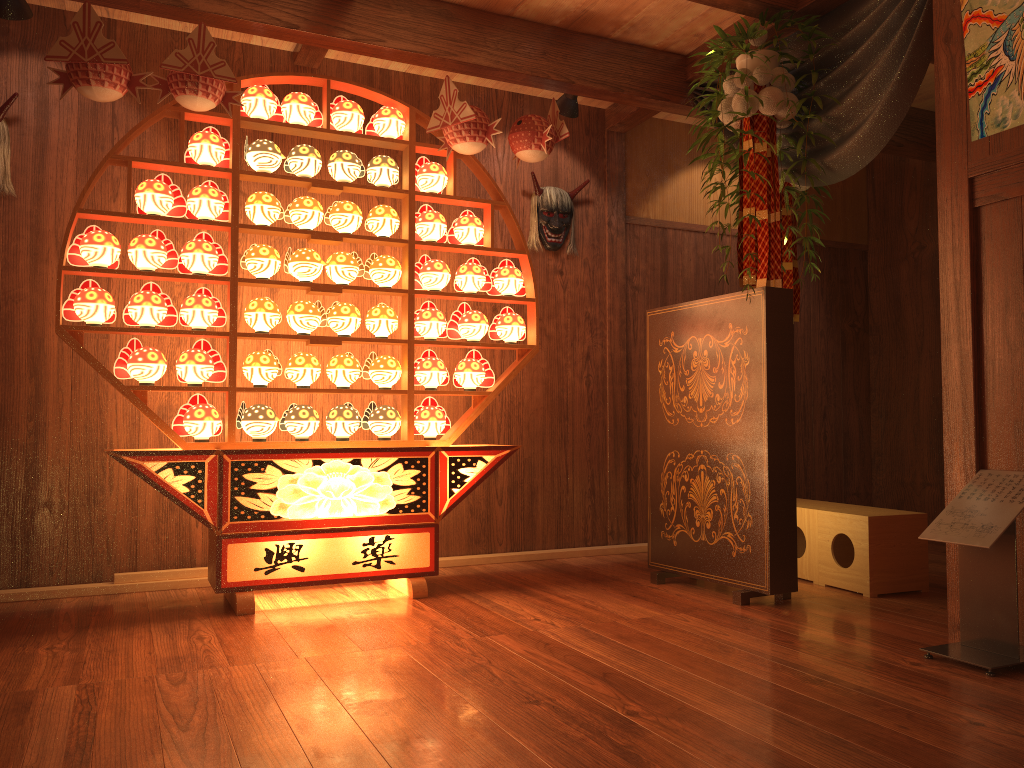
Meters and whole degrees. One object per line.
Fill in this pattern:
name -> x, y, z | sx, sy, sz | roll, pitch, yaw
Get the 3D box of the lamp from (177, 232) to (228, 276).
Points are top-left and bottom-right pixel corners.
lamp -> -1.250, -0.528, 3.535 | 0.203, 0.200, 0.155 | 0, -3, -10

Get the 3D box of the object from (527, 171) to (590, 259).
object -> 0.247, -0.907, 4.858 | 0.374, 0.453, 0.134 | 1, -3, -26

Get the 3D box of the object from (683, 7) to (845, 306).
object -> 1.018, -0.927, 3.628 | 0.589, 1.260, 0.687 | 2, -4, -36

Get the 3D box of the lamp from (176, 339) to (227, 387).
lamp -> -1.260, -0.088, 3.507 | 0.200, 0.200, 0.157 | 0, -3, 0

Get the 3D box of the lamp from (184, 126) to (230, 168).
lamp -> -1.232, -0.967, 3.566 | 0.203, 0.200, 0.155 | 0, -3, -10

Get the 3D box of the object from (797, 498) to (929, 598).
object -> 1.404, 0.741, 4.274 | 0.334, 0.330, 1.260 | 1, -3, -20

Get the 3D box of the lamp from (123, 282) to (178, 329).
lamp -> -1.419, -0.311, 3.441 | 0.204, 0.200, 0.154 | 1, -3, -15

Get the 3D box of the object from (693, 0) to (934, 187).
object -> 1.225, -1.189, 3.715 | 0.098, 0.751, 1.460 | 1, -3, -24

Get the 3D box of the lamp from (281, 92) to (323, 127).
lamp -> -0.909, -1.170, 3.739 | 0.169, 0.179, 0.158 | 0, -3, 5

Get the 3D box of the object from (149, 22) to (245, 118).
object -> -1.191, -1.177, 3.339 | 0.357, 0.306, 0.209 | 1, -3, -25

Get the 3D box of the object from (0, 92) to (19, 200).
object -> -2.235, -0.986, 3.641 | 0.374, 0.453, 0.134 | 1, -3, -26

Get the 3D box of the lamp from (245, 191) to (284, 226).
lamp -> -1.033, -0.727, 3.654 | 0.138, 0.167, 0.158 | 0, -3, 5

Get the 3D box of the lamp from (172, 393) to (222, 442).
lamp -> -1.230, 0.133, 3.515 | 0.201, 0.197, 0.152 | 2, -3, -35

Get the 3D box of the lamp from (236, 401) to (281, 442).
lamp -> -1.025, 0.153, 3.618 | 0.156, 0.167, 0.140 | 0, -3, 5

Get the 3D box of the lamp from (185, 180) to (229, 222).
lamp -> -1.233, -0.745, 3.554 | 0.192, 0.195, 0.155 | 0, -3, -10

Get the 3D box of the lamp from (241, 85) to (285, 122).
lamp -> -1.048, -1.184, 3.666 | 0.204, 0.200, 0.154 | 1, -3, -15

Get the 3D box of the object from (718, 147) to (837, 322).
object -> 1.338, -0.878, 4.629 | 0.769, 1.260, 0.522 | 2, -4, -39

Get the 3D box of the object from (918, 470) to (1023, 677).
object -> 1.419, 0.545, 2.645 | 0.308, 0.560, 0.243 | 1, -3, -25

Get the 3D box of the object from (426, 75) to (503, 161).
object -> -0.197, -1.144, 3.821 | 0.352, 0.314, 0.249 | -3, -4, 42

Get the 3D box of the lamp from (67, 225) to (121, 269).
lamp -> -1.570, -0.528, 3.378 | 0.196, 0.187, 0.151 | 3, -4, -45

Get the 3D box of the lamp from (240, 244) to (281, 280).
lamp -> -1.022, -0.507, 3.643 | 0.144, 0.167, 0.151 | 3, -4, -45

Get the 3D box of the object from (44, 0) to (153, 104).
object -> -1.488, -1.174, 3.185 | 0.366, 0.311, 0.238 | 0, -3, 0

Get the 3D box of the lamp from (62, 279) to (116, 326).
lamp -> -1.584, -0.312, 3.360 | 0.196, 0.195, 0.151 | 2, -4, -40

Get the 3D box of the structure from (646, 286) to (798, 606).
structure -> 0.879, 0.260, 3.814 | 0.279, 1.250, 0.776 | 2, -3, -28

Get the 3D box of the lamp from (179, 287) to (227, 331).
lamp -> -1.248, -0.304, 3.525 | 0.185, 0.192, 0.155 | 0, -3, -10

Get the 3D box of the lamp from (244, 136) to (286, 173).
lamp -> -1.022, -0.946, 3.681 | 0.159, 0.167, 0.137 | 0, -3, -10

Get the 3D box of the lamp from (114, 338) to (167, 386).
lamp -> -1.413, -0.088, 3.439 | 0.153, 0.194, 0.191 | -1, -3, 25

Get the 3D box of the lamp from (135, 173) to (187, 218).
lamp -> -1.408, -0.751, 3.472 | 0.200, 0.200, 0.157 | 0, -3, 0

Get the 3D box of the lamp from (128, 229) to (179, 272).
lamp -> -1.427, -0.527, 3.451 | 0.180, 0.191, 0.158 | 0, -3, 5

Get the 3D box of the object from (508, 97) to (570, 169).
object -> 0.091, -1.151, 3.964 | 0.235, 0.318, 0.356 | 2, -3, -29

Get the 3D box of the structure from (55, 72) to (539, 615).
structure -> -0.797, -0.211, 3.745 | 2.016, 2.195, 0.476 | 1, -3, -26

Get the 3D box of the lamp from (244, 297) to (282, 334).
lamp -> -1.028, -0.287, 3.633 | 0.140, 0.167, 0.156 | 0, -3, -5

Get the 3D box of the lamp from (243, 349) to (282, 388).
lamp -> -1.033, -0.067, 3.622 | 0.138, 0.167, 0.158 | 0, -3, 5
